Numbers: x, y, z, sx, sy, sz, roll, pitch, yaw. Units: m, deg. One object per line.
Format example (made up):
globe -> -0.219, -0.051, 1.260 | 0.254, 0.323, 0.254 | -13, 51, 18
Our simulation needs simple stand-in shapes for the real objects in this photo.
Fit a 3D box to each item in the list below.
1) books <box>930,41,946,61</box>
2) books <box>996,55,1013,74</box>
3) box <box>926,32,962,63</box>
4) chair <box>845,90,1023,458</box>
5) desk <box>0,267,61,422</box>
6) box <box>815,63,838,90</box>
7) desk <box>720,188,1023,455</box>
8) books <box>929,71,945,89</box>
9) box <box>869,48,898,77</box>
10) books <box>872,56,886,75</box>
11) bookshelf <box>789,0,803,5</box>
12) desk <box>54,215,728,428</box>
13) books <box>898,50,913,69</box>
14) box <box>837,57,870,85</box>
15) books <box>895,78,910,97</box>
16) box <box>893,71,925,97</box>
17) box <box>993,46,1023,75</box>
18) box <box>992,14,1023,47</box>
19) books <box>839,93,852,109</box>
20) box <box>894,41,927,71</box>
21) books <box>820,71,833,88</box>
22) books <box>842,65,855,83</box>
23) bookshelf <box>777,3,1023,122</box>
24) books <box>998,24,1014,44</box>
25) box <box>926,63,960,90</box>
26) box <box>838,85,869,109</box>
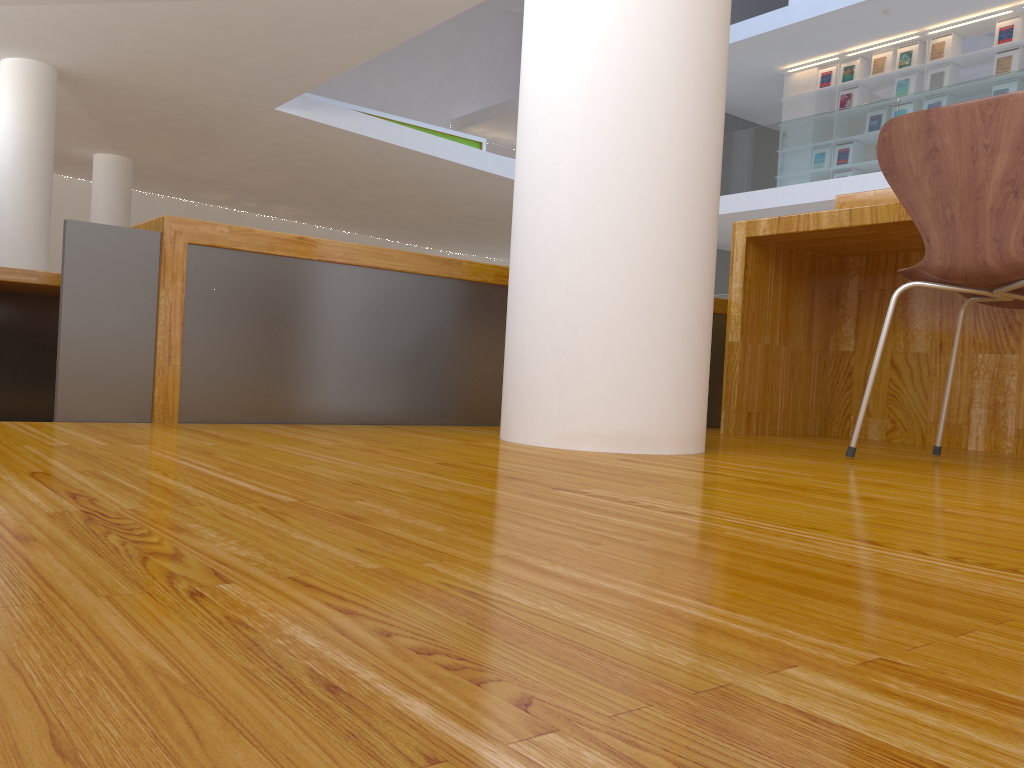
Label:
books -> 4.654, -3.628, 9.692 | 0.037, 0.210, 0.145 | 3, 1, -38
books -> 5.069, -3.268, 9.140 | 0.037, 0.210, 0.145 | 3, 1, -38
box -> 4.747, -3.662, 9.743 | 0.274, 0.296, 0.245 | 3, 1, -38
chair -> 0.984, -0.178, 1.775 | 0.381, 0.693, 0.428 | 3, 1, -38
desk -> -1.078, 0.120, 4.523 | 3.216, 1.022, 1.248 | 3, 1, -38
box -> 3.892, -3.722, 10.839 | 0.274, 0.296, 0.245 | 3, 1, -38
desk -> 2.083, -0.140, 1.641 | 1.247, 0.762, 3.194 | 3, 1, -38
books -> 4.639, -3.297, 9.685 | 0.037, 0.210, 0.145 | 3, 1, -38
box -> 4.328, -3.693, 10.279 | 0.274, 0.296, 0.245 | 3, 1, -38
books -> 4.235, -3.659, 10.228 | 0.037, 0.210, 0.145 | 3, 1, -38
bookshelf -> 4.724, -5.010, 9.848 | 0.498, 1.836, 3.666 | 3, 1, -38
desk -> 0.251, 0.008, 2.974 | 3.356, 0.606, 0.760 | 3, 1, -38
books -> 4.429, -3.637, 9.979 | 0.037, 0.210, 0.145 | 3, 1, -38
box -> 4.080, -3.711, 10.597 | 0.274, 0.296, 0.245 | 3, 1, -38
books -> 4.399, -3.325, 9.994 | 0.037, 0.210, 0.145 | 3, 1, -38
box -> 4.494, -3.351, 10.047 | 0.274, 0.296, 0.245 | 3, 1, -38
box -> 5.162, -3.302, 9.191 | 0.274, 0.296, 0.245 | 3, 1, -38
box -> 5.176, -3.631, 9.192 | 0.274, 0.296, 0.245 | 3, 1, -38
books -> 3.968, -3.345, 10.551 | 0.037, 0.210, 0.145 | 3, 1, -38
box -> 4.517, -3.679, 10.037 | 0.274, 0.296, 0.245 | 3, 1, -38
books -> 3.813, -3.687, 10.768 | 0.037, 0.210, 0.145 | 3, 1, -38
books -> 3.996, -3.672, 10.529 | 0.037, 0.210, 0.145 | 3, 1, -38
bookshelf -> 4.610, -2.998, 9.874 | 0.498, 1.836, 3.666 | 3, 1, -38
books -> 5.087, -3.582, 9.135 | 0.037, 0.210, 0.145 | 3, 1, -38
box -> 4.726, -3.333, 9.750 | 0.274, 0.296, 0.245 | 3, 1, -38
box -> 4.072, -3.382, 10.609 | 0.274, 0.296, 0.245 | 3, 1, -38
